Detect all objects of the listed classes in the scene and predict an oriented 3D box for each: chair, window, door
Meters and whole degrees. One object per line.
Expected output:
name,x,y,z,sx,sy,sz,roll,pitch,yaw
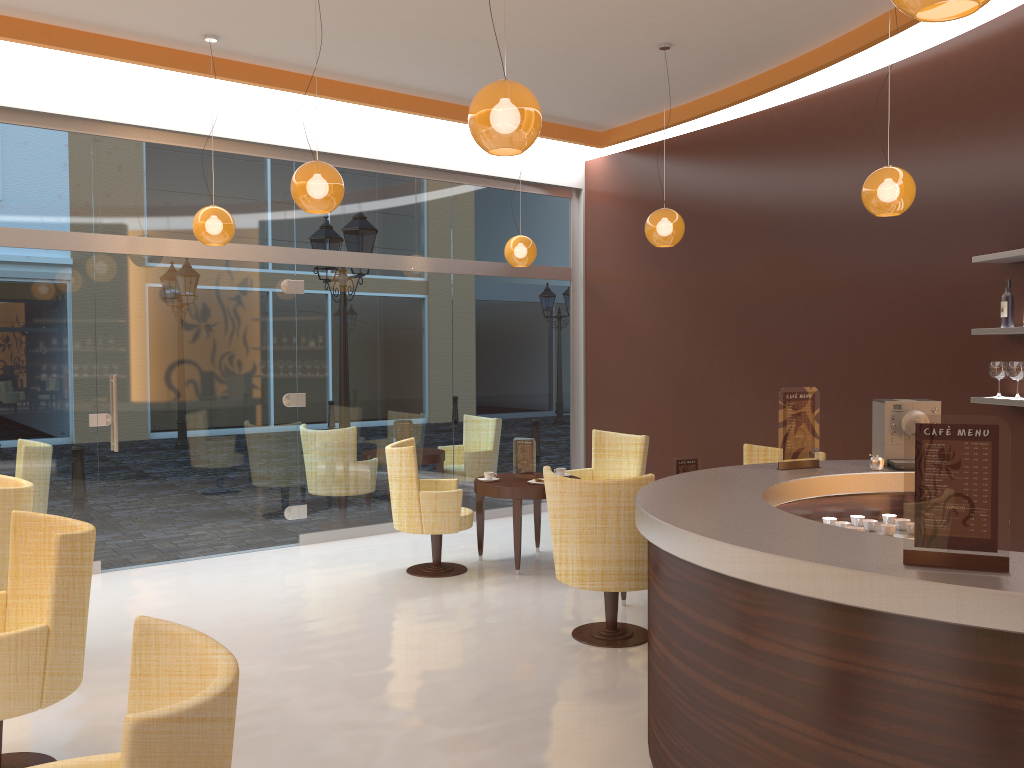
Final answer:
chair,0.564,1.002,5.278,0.729,1.017,0.685,1,2,32
chair,-0.642,0.956,6.945,0.685,1.017,0.729,0,2,-5
chair,1.816,0.964,6.273,0.685,1.017,0.729,-1,2,-30
chair,-0.947,1.116,1.935,0.685,1.017,0.729,-1,2,-20
chair,-2.970,1.036,4.809,0.685,1.017,0.729,-2,2,-33
window,-2.570,-0.289,7.370,8.200,3.380,0.040,-2,2,-37
chair,0.812,0.927,7.609,0.685,1.017,0.729,-2,2,-33
chair,-2.041,1.071,3.556,0.685,1.017,0.729,-2,2,-40
door,-2.567,0.211,7.385,1.640,2.499,0.020,-2,2,-37

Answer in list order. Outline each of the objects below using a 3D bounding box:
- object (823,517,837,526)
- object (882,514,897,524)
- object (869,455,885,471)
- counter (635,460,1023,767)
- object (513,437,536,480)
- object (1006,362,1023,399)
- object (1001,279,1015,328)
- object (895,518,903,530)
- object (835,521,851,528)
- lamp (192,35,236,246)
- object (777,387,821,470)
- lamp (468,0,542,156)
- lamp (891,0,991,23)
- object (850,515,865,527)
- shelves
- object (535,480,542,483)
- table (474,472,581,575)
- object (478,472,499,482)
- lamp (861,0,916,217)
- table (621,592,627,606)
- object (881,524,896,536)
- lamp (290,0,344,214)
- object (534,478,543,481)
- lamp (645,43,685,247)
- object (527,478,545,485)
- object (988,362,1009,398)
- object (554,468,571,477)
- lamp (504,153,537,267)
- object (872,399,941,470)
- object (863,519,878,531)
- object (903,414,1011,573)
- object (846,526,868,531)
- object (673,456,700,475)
object,1.572,0.689,4.379,0.073,0.050,0.086,-1,2,-15
object,1.899,0.685,4.456,0.073,0.050,0.086,0,2,-4
object,1.823,0.392,4.425,0.075,0.077,0.075,0,2,22
counter,1.290,1.012,3.531,1.586,1.100,2.917,0,2,8
object,0.102,0.605,7.223,0.209,0.335,0.042,1,2,28
object,3.022,-0.022,5.298,0.125,0.221,0.125,-1,2,-12
object,2.998,-0.484,5.362,0.073,0.297,0.073,-1,2,-27
object,1.909,0.688,4.331,0.073,0.050,0.086,0,2,21
object,1.596,0.692,4.266,0.073,0.050,0.086,-1,2,-30
lamp,-2.174,-1.762,6.442,0.299,1.500,0.299,1,2,28
object,1.459,0.223,4.507,0.258,0.414,0.052,-1,2,-23
lamp,-0.031,-1.683,3.551,0.299,1.500,0.299,1,2,31
lamp,1.040,-1.643,2.105,0.299,1.500,0.299,-1,2,-19
object,1.730,0.686,4.429,0.073,0.050,0.086,-1,2,-21
shelves,2.714,-0.262,3.205,0.586,0.902,4.744,0,2,11
object,0.209,0.764,6.961,0.054,0.018,0.051,0,2,11
table,0.131,1.113,7.204,0.872,0.679,0.874,0,2,10
object,-0.187,0.744,7.116,0.153,0.069,0.153,-2,2,-36
lamp,2.219,-1.748,5.216,0.299,1.500,0.299,1,2,32
table,1.141,1.150,5.856,0.872,0.679,0.874,0,2,10
object,1.783,0.693,4.197,0.073,0.050,0.086,0,2,9
lamp,-1.103,-1.723,4.996,0.299,1.500,0.299,-1,2,-26
object,0.210,0.755,6.996,0.052,0.016,0.055,-2,2,-37
lamp,1.147,-1.788,6.662,0.299,1.500,0.299,1,2,31
object,0.254,0.771,6.982,0.234,0.020,0.234,1,2,25
object,2.996,-0.027,5.454,0.125,0.221,0.125,-1,2,-12
object,0.407,0.733,7.346,0.153,0.069,0.153,-1,2,-14
lamp,0.075,-1.827,8.108,0.299,1.500,0.299,0,2,21
object,2.040,0.255,4.556,0.270,0.340,0.373,0,2,8
object,1.748,0.690,4.313,0.073,0.050,0.086,-1,2,-31
object,1.201,0.291,2.400,0.258,0.414,0.052,0,2,22
object,1.609,0.696,4.149,0.086,0.050,0.073,-1,2,-25
object,1.150,0.644,5.829,0.209,0.335,0.042,-1,2,-23
